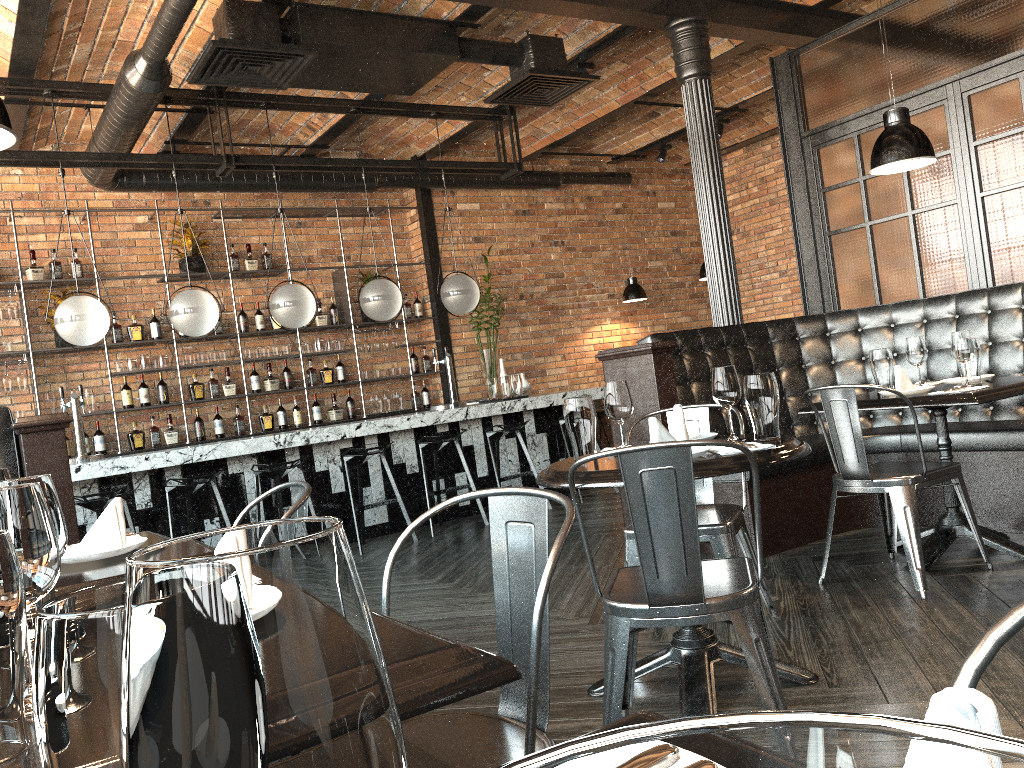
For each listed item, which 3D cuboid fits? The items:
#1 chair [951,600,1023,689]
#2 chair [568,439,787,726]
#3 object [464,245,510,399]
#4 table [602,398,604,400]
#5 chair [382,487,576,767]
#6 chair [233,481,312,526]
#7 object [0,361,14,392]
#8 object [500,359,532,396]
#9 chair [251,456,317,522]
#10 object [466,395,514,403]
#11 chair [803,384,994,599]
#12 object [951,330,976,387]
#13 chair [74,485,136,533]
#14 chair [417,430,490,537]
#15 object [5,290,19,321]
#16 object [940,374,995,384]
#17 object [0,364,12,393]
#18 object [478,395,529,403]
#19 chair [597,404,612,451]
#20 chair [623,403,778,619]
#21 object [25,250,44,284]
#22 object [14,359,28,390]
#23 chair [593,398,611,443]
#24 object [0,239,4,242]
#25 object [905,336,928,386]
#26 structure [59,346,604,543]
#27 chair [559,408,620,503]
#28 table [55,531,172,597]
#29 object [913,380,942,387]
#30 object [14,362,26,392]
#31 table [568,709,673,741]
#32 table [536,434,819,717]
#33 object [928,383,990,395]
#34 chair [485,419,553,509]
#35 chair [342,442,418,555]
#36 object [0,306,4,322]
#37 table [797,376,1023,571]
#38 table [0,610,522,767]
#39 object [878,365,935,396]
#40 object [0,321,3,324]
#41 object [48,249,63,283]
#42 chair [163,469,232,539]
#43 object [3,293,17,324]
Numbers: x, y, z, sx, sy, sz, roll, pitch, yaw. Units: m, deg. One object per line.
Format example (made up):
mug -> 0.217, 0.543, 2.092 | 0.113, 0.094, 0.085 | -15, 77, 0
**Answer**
chair -> 0.374, 0.567, 0.418 | 0.558, 0.857, 0.504 | -8, 0, -28
chair -> 0.447, 0.555, 2.351 | 0.504, 0.857, 0.558 | -8, 0, 12
object -> -0.253, -0.615, 9.122 | 0.584, 1.546, 0.673 | -8, 0, 6
table -> 1.599, 0.440, 10.051 | 0.872, 0.758, 0.872 | -8, 0, -33
chair -> -0.144, 0.636, 1.412 | 0.558, 0.857, 0.504 | -8, 0, -38
chair -> -0.748, 0.717, 2.261 | 0.558, 0.857, 0.504 | -8, 0, -28
object -> -4.099, -0.062, 7.191 | 0.092, 0.244, 0.092 | -8, 0, -27
object -> 0.003, -0.066, 8.805 | 0.316, 0.397, 0.319 | -8, 0, 16
chair -> -1.569, 0.885, 6.106 | 0.475, 0.737, 0.414 | -8, 0, -23
object -> -0.176, 0.150, 9.140 | 0.622, 0.014, 0.622 | -8, 0, 30
chair -> 1.596, 0.397, 3.754 | 0.558, 0.857, 0.504 | -8, 0, -33
object -> 1.952, -0.107, 3.829 | 0.092, 0.244, 0.092 | -8, 0, 41
chair -> -2.525, 1.015, 5.491 | 0.475, 0.737, 0.414 | -8, 0, -28
chair -> -0.517, 0.741, 6.784 | 0.475, 0.737, 0.414 | -8, 0, -28
object -> -4.090, -0.642, 7.246 | 0.092, 0.244, 0.092 | -8, 0, -27
object -> 2.133, -0.072, 4.167 | 0.232, 0.139, 0.232 | -8, 0, 15
object -> -4.187, -0.051, 7.330 | 0.092, 0.244, 0.092 | -8, 0, -27
object -> -0.074, 0.135, 7.802 | 0.273, 0.019, 0.437 | -8, 0, -33
chair -> 0.942, 0.541, 8.358 | 0.414, 0.737, 0.475 | -8, 0, -28
chair -> 0.665, 0.524, 3.350 | 0.504, 0.857, 0.558 | -8, 0, 22
object -> -4.006, -0.983, 7.437 | 0.123, 0.279, 0.123 | -8, 0, -44
object -> -4.012, -0.074, 7.247 | 0.092, 0.244, 0.092 | -8, 0, -27
chair -> 1.180, 0.447, 9.789 | 0.558, 0.857, 0.504 | -8, 0, -33
object -> -4.381, -1.070, 7.237 | 0.377, 0.554, 0.422 | -8, 0, -45
object -> 1.875, -0.097, 4.099 | 0.092, 0.244, 0.092 | -8, 0, -16
structure -> -1.755, 0.560, 7.331 | 5.346, 1.430, 1.930 | -8, 0, -33
chair -> 0.558, 0.594, 7.476 | 0.475, 0.737, 0.414 | -8, 0, -43
table -> -1.129, 0.820, 2.049 | 0.872, 0.758, 0.872 | -8, 0, -33
object -> 2.009, -0.001, 4.354 | 0.255, 0.019, 0.157 | -8, 0, -37
object -> -4.100, -0.062, 7.386 | 0.092, 0.244, 0.092 | -8, 0, -27
table -> 0.041, 0.663, 0.200 | 0.872, 0.758, 0.872 | -8, 0, -33
table -> 0.551, 0.591, 2.840 | 0.866, 0.758, 0.866 | -8, 0, 21
object -> 1.880, 0.018, 3.712 | 0.255, 0.019, 0.157 | -8, 0, -32
chair -> -0.029, 0.674, 7.098 | 0.475, 0.737, 0.414 | -8, 0, -38
chair -> -1.034, 0.811, 6.451 | 0.475, 0.737, 0.414 | -8, 0, -38
object -> -4.176, -0.630, 7.190 | 0.092, 0.244, 0.092 | -8, 0, -27
table -> 1.983, 0.395, 4.036 | 0.872, 0.758, 0.872 | -8, 0, -33
table -> -0.540, 0.741, 1.119 | 0.872, 0.758, 0.872 | -8, 0, -33
object -> 1.745, -0.020, 3.935 | 0.232, 0.139, 0.232 | -8, 0, 16
object -> -4.264, -0.618, 7.329 | 0.092, 0.244, 0.092 | -8, 0, -27
object -> -3.874, -1.003, 7.521 | 0.083, 0.282, 0.083 | -8, 0, 43
chair -> -2.054, 0.951, 5.794 | 0.475, 0.737, 0.414 | -8, 0, -38
object -> -4.178, -0.630, 7.385 | 0.092, 0.244, 0.092 | -8, 0, -27
